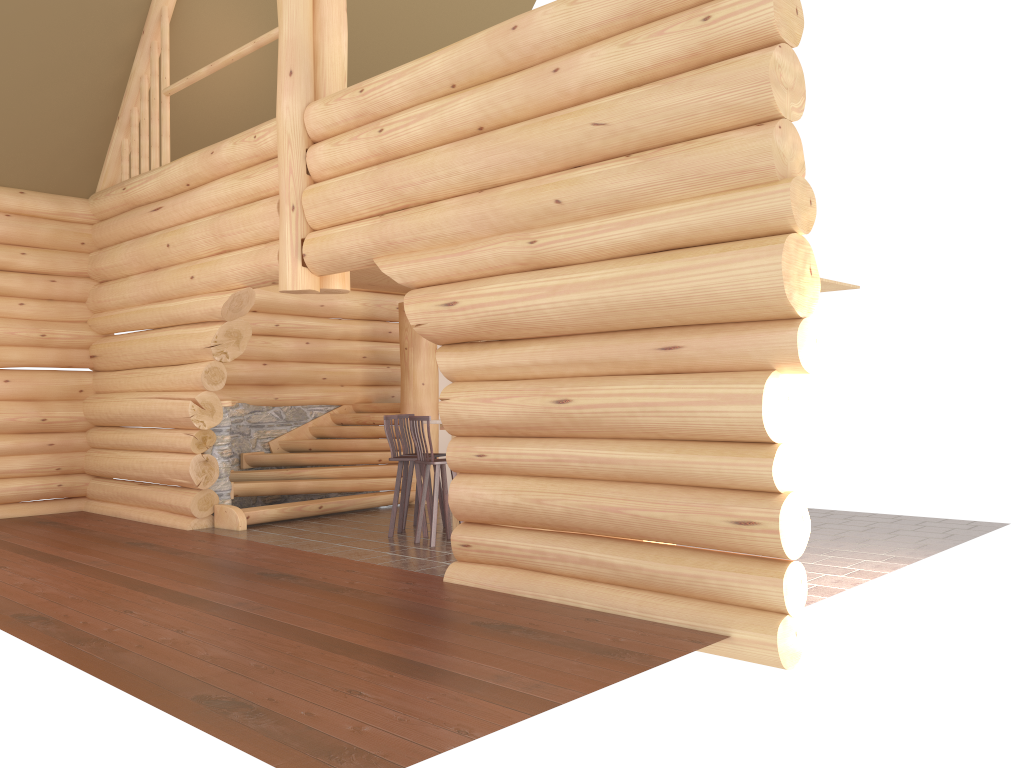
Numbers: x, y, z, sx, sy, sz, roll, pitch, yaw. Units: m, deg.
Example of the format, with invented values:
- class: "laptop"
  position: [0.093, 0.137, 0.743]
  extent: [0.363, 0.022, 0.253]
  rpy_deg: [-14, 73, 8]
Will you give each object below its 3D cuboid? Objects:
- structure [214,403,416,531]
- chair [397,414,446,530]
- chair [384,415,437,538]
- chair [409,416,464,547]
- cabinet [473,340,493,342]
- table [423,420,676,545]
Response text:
- class: "structure"
  position: [-2.837, 0.913, 12.267]
  extent: [1.951, 1.643, 3.604]
  rpy_deg: [-2, -1, 37]
- class: "chair"
  position: [-1.047, 1.008, 10.273]
  extent: [0.504, 1.319, 0.406]
  rpy_deg: [-1, -1, 23]
- class: "chair"
  position: [-1.127, 1.000, 9.758]
  extent: [0.504, 1.319, 0.406]
  rpy_deg: [-1, -1, 12]
- class: "chair"
  position: [-0.764, 0.985, 9.176]
  extent: [0.504, 1.319, 0.406]
  rpy_deg: [0, -1, -37]
- class: "cabinet"
  position: [-0.045, 0.517, 13.843]
  extent: [0.670, 2.403, 1.847]
  rpy_deg: [-2, -1, 43]
- class: "table"
  position: [0.571, 0.998, 9.216]
  extent: [3.220, 1.257, 1.196]
  rpy_deg: [-2, -1, 43]
